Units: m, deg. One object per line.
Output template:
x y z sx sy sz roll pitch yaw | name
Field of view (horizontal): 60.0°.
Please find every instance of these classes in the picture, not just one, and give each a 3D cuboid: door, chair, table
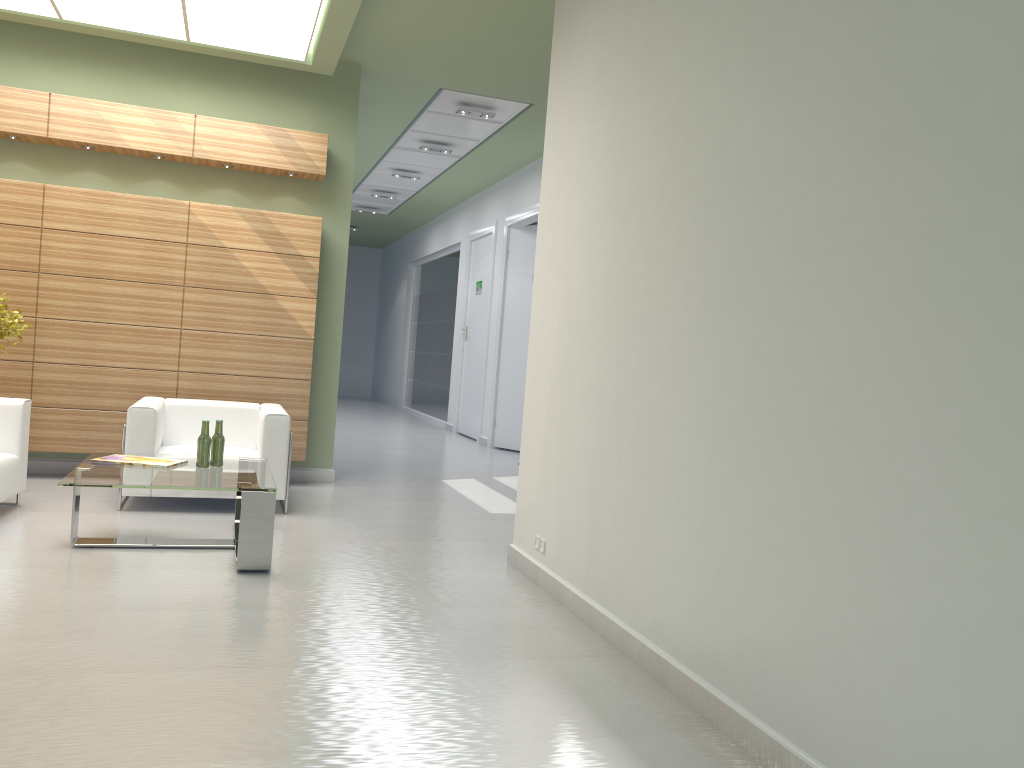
0.572 -1.007 19.746 2.089 5.083 0.134 6 2 42 | door
-3.825 0.871 11.211 1.894 1.234 1.802 4 2 -18 | chair
-3.305 1.199 8.696 1.783 0.742 2.197 4 2 -18 | table
-6.095 0.755 8.962 1.769 1.234 1.894 4 2 -13 | chair
-0.962 -1.204 22.615 0.250 5.083 2.089 4 2 -18 | door

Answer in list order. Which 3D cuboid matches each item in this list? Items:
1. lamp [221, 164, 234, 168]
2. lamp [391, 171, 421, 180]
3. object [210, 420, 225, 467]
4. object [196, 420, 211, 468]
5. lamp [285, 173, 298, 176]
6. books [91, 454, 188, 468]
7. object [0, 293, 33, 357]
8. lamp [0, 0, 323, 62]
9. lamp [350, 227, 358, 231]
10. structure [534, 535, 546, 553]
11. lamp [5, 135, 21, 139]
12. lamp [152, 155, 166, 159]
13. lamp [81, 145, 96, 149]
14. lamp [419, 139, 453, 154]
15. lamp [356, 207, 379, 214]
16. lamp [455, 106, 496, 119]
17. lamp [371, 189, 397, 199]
-4.032 -3.115 12.560 0.181 0.074 0.181 5 2 33 | lamp
-2.531 -5.016 21.208 0.657 0.159 0.286 4 2 -18 | lamp
-2.994 0.602 9.028 0.131 0.475 0.131 6 2 37 | object
-3.080 0.600 8.874 0.131 0.475 0.131 6 2 37 | object
-3.191 -3.057 12.832 0.181 0.074 0.181 4 2 -24 | lamp
-3.731 0.774 8.907 0.762 0.025 0.508 4 2 2 | books
-6.501 0.005 10.511 1.116 2.565 1.201 6 2 40 | object
-4.235 -4.630 9.127 4.571 0.325 5.060 4 2 -18 | lamp
-5.778 -5.541 31.333 0.657 0.159 0.286 4 2 -18 | lamp
0.263 1.505 8.346 0.017 0.118 0.262 4 2 -18 | structure
-6.598 -3.292 11.727 0.181 0.074 0.181 4 2 -24 | lamp
-4.889 -3.174 12.282 0.181 0.074 0.181 4 2 -24 | lamp
-5.735 -3.232 12.007 0.181 0.074 0.181 5 2 33 | lamp
-1.559 -4.859 18.176 0.657 0.159 0.286 4 2 -18 | lamp
-4.416 -5.321 27.088 0.657 0.159 0.286 4 2 -18 | lamp
-0.628 -4.708 15.273 0.657 0.159 0.286 4 2 -18 | lamp
-3.487 -5.171 24.189 0.657 0.159 0.286 4 2 -18 | lamp
